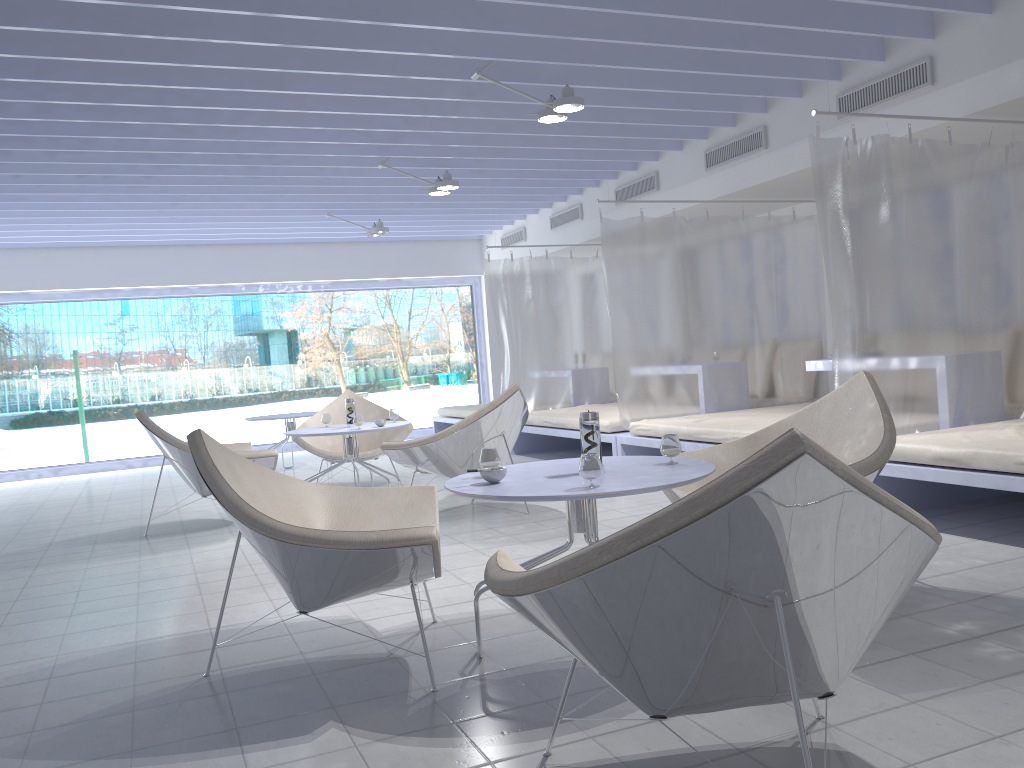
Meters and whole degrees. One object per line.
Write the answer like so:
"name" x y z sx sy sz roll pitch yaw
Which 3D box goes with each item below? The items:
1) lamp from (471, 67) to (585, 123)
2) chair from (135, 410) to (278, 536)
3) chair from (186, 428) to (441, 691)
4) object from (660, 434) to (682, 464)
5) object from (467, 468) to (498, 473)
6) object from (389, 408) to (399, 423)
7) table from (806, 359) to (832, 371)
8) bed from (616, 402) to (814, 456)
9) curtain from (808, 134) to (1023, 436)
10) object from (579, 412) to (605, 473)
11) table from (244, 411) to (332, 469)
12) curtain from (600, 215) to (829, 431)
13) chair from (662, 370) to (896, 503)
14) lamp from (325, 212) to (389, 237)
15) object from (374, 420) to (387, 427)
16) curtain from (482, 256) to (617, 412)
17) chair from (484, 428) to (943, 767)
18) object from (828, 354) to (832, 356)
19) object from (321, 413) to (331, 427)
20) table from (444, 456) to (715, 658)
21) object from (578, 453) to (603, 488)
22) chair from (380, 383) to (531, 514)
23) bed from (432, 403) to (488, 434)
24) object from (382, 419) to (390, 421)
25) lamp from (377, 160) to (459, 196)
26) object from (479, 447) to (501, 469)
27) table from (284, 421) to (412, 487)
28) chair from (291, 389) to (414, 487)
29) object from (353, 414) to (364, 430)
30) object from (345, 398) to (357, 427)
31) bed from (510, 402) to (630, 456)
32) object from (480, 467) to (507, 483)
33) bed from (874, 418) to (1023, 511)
"lamp" 0.070 -1.592 4.843 0.587 0.218 0.380 -5 2 -22
"chair" -1.921 0.510 5.523 0.753 0.759 0.906 -5 2 -27
"chair" -0.602 0.488 2.746 0.753 0.759 0.906 -4 2 -5
"object" 0.500 0.205 2.791 0.068 0.091 0.068 -5 2 -33
"object" -0.087 0.257 2.641 0.098 0.016 0.012 -5 2 -23
"object" -0.797 0.213 5.993 0.068 0.091 0.068 -5 2 -30
"table" 2.270 0.060 5.216 0.416 0.450 1.065 -5 2 -22
"bed" 2.102 0.374 5.704 2.022 0.422 2.200 -5 2 -22
"curtain" 2.395 -0.516 4.636 2.050 1.552 0.151 -5 2 -22
"object" 0.241 0.179 2.718 0.075 0.185 0.075 -3 2 31
"table" -2.076 0.557 8.357 0.825 0.534 0.823 -4 2 25
"curtain" 1.595 -0.492 6.684 1.998 1.559 0.125 -5 2 -24
"chair" 1.040 0.352 3.245 0.753 0.759 0.906 -5 2 -19
"lamp" -1.532 -1.580 8.725 0.587 0.218 0.380 -5 2 -22
"object" -0.835 0.250 5.642 0.082 0.043 0.082 -3 2 36
"curtain" 0.710 -0.503 8.719 2.050 1.552 0.151 -5 2 -22
"chair" 0.421 0.441 1.712 0.906 0.759 0.753 -4 2 -8
"object" 2.141 -0.179 5.494 0.275 0.031 0.429 -5 2 -21
"object" -1.262 0.247 6.029 0.068 0.091 0.068 -4 2 0
"table" 0.223 0.541 2.734 0.823 0.534 0.825 -3 2 45
"object" 0.215 0.236 2.422 0.068 0.091 0.068 -5 2 -33
"chair" -0.220 0.388 5.348 0.753 0.759 0.906 -3 2 38
"bed" 0.418 0.387 9.786 2.022 0.422 2.200 -5 2 -22
"object" -0.813 0.229 5.620 0.098 0.016 0.012 -3 2 34
"lamp" -0.727 -1.586 6.775 0.587 0.218 0.380 -5 2 -22
"object" -0.069 0.247 2.803 0.068 0.091 0.068 -5 2 -33
"table" -1.053 0.550 5.832 0.825 0.534 0.823 -5 2 -31
"chair" -1.224 0.422 6.828 0.906 0.759 0.753 -5 2 -12
"object" -0.959 0.237 5.545 0.068 0.091 0.068 -4 2 6
"object" -1.065 0.188 5.854 0.075 0.189 0.075 -5 2 -31
"bed" 1.246 0.380 7.738 2.016 0.427 2.200 -5 2 -22
"object" -0.055 0.274 2.649 0.082 0.043 0.082 -5 2 -21
"bed" 2.930 0.367 3.655 2.016 0.427 2.200 -5 2 -22
